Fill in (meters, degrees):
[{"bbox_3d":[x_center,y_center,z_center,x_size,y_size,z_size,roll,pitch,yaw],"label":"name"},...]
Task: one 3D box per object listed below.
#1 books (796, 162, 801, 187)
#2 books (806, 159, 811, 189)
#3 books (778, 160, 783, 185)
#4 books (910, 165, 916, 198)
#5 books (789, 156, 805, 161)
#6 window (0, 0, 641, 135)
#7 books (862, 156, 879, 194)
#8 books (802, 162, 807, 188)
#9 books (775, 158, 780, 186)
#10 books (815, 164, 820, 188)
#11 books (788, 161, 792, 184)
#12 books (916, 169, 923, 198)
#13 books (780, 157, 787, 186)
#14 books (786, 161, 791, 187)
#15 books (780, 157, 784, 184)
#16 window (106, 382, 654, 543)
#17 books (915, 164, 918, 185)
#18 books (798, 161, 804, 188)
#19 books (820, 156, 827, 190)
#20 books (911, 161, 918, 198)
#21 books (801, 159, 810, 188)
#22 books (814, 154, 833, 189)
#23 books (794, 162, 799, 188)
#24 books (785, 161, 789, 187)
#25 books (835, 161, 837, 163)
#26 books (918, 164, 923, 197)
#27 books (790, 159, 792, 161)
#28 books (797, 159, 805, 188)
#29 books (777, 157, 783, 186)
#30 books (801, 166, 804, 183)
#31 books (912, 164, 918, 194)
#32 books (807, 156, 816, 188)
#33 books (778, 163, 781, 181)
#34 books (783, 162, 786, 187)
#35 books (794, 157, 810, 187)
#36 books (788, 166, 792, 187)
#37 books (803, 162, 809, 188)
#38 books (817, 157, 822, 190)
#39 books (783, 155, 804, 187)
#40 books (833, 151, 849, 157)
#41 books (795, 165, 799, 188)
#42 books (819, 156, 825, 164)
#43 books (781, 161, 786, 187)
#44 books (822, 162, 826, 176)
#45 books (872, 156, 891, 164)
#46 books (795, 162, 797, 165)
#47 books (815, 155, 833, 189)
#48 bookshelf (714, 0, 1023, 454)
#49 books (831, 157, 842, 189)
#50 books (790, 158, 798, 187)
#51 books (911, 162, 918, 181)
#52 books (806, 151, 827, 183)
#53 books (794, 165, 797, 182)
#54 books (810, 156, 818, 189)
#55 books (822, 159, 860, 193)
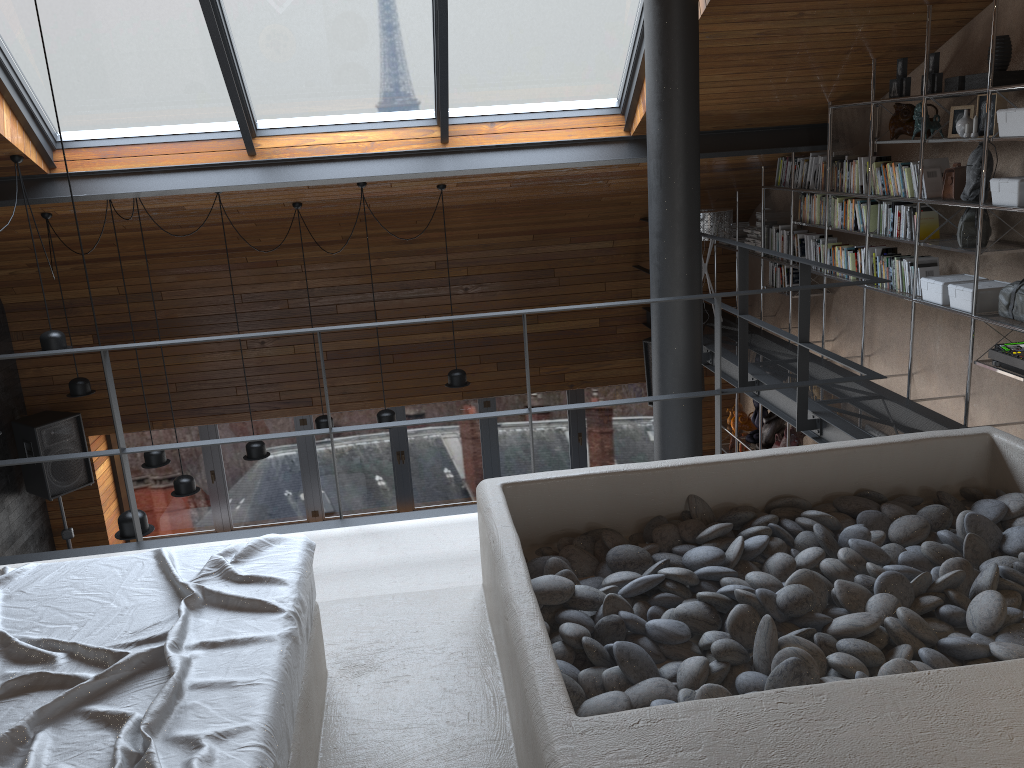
[{"bbox_3d":[2.246,-1.598,6.764,0.138,0.189,0.065,-5,15,-6],"label":"books"},{"bbox_3d":[2.267,-1.573,6.624,0.118,0.218,0.073,-5,15,-6],"label":"books"},{"bbox_3d":[2.215,-1.697,7.103,0.149,0.202,0.067,-6,15,-7],"label":"books"},{"bbox_3d":[2.448,-1.214,5.286,0.127,0.192,0.079,-5,15,-6],"label":"books"},{"bbox_3d":[2.229,-1.670,6.980,0.129,0.226,0.069,-5,15,-6],"label":"books"},{"bbox_3d":[-1.090,-2.182,5.396,3.818,1.030,1.213,-5,15,-6],"label":"window"},{"bbox_3d":[2.361,-1.365,5.790,0.148,0.232,0.053,-5,15,-6],"label":"books"},{"bbox_3d":[2.262,-1.576,6.682,0.126,0.194,0.064,-5,15,-6],"label":"books"},{"bbox_3d":[2.204,-1.715,7.149,0.148,0.229,0.073,-5,15,-6],"label":"books"},{"bbox_3d":[2.292,-1.522,6.478,0.131,0.178,0.057,-6,15,-7],"label":"books"},{"bbox_3d":[2.223,-1.638,6.914,0.127,0.197,0.063,-5,15,-6],"label":"books"},{"bbox_3d":[2.450,-1.183,5.221,0.119,0.166,0.072,-5,15,-6],"label":"books"},{"bbox_3d":[2.228,-1.692,7.061,0.160,0.228,0.080,-5,15,-6],"label":"books"},{"bbox_3d":[2.214,-1.640,6.924,0.127,0.197,0.063,-5,15,-6],"label":"books"},{"bbox_3d":[2.224,-1.700,7.087,0.148,0.229,0.073,-5,15,-6],"label":"books"},{"bbox_3d":[-1.181,0.799,9.428,5.936,1.521,0.101,-5,15,-6],"label":"window"},{"bbox_3d":[2.451,-1.201,5.236,0.127,0.192,0.079,-5,15,-6],"label":"books"},{"bbox_3d":[2.252,-1.595,6.734,0.131,0.202,0.068,-5,15,-6],"label":"books"},{"bbox_3d":[2.304,-1.528,6.414,0.148,0.234,0.033,-5,15,-6],"label":"books"},{"bbox_3d":[2.466,-1.222,5.277,0.164,0.209,0.084,-6,15,-7],"label":"books"},{"bbox_3d":[2.257,-1.590,6.690,0.133,0.215,0.070,-5,15,-6],"label":"books"},{"bbox_3d":[2.321,-1.560,6.502,0.191,0.249,0.077,-5,15,-6],"label":"books"},{"bbox_3d":[2.228,-1.602,6.783,0.111,0.194,0.059,-5,15,-6],"label":"books"},{"bbox_3d":[2.220,-1.651,6.965,0.127,0.197,0.063,-5,15,-6],"label":"books"},{"bbox_3d":[2.330,-1.461,6.218,0.129,0.203,0.021,-5,15,-6],"label":"books"},{"bbox_3d":[2.459,-1.197,5.208,0.125,0.200,0.088,-5,15,-6],"label":"books"},{"bbox_3d":[2.247,-1.654,6.933,0.177,0.214,0.064,-5,15,-6],"label":"books"},{"bbox_3d":[2.250,-1.603,6.745,0.137,0.213,0.068,-5,15,-6],"label":"books"},{"bbox_3d":[2.224,-1.709,7.125,0.169,0.229,0.077,-5,15,-6],"label":"books"},{"bbox_3d":[2.261,-1.587,6.722,0.120,0.186,0.064,-5,15,-6],"label":"books"},{"bbox_3d":[2.443,-1.203,5.245,0.127,0.192,0.079,-5,15,-6],"label":"books"},{"bbox_3d":[2.264,-1.567,6.554,0.148,0.229,0.073,-5,15,-6],"label":"books"},{"bbox_3d":[2.207,-1.689,7.120,0.131,0.178,0.058,-6,15,-7],"label":"books"},{"bbox_3d":[2.227,-1.673,7.028,0.146,0.208,0.071,-5,15,-6],"label":"books"},{"bbox_3d":[2.232,-1.620,6.789,0.122,0.227,0.076,-5,15,-6],"label":"books"},{"bbox_3d":[2.220,-1.622,6.909,0.119,0.169,0.058,-5,15,-6],"label":"books"},{"bbox_3d":[2.263,-1.576,6.664,0.123,0.201,0.071,-5,15,-6],"label":"books"},{"bbox_3d":[2.296,-1.532,6.436,0.148,0.232,0.053,-5,15,-6],"label":"books"},{"bbox_3d":[2.223,-1.678,6.992,0.143,0.233,0.082,-6,15,-7],"label":"books"},{"bbox_3d":[2.329,-1.505,6.254,0.143,0.268,0.020,-5,15,-6],"label":"books"},{"bbox_3d":[2.232,-1.591,6.780,0.112,0.173,0.054,-5,15,-6],"label":"books"},{"bbox_3d":[2.306,-1.548,6.475,0.148,0.229,0.073,-5,15,-6],"label":"books"},{"bbox_3d":[2.214,-1.672,7.040,0.130,0.202,0.063,-5,15,-6],"label":"books"},{"bbox_3d":[2.306,-1.505,6.396,0.143,0.199,0.019,-5,15,-6],"label":"books"},{"bbox_3d":[2.396,-1.359,5.760,0.148,0.232,0.053,-5,15,-6],"label":"books"},{"bbox_3d":[2.227,-1.616,6.836,0.111,0.194,0.059,-5,15,-6],"label":"books"},{"bbox_3d":[2.327,-1.555,6.492,0.191,0.244,0.076,-5,15,-6],"label":"books"},{"bbox_3d":[2.856,0.199,3.469,0.421,6.216,10.744,-5,15,-6],"label":"bookshelf"},{"bbox_3d":[2.314,-1.482,6.241,0.129,0.231,0.010,-5,15,-6],"label":"books"},{"bbox_3d":[2.244,-1.637,6.864,0.161,0.219,0.074,-5,15,-6],"label":"books"},{"bbox_3d":[2.468,-1.220,5.267,0.170,0.209,0.082,-6,15,-7],"label":"books"},{"bbox_3d":[2.283,-1.599,6.631,0.143,0.264,0.088,-5,15,-6],"label":"books"},{"bbox_3d":[2.221,-1.600,6.823,0.111,0.171,0.056,-5,15,-6],"label":"books"},{"bbox_3d":[2.271,-1.556,6.509,0.148,0.229,0.073,-5,15,-6],"label":"books"},{"bbox_3d":[2.321,-1.445,6.137,0.131,0.216,0.509,-5,15,-6],"label":"books"}]
